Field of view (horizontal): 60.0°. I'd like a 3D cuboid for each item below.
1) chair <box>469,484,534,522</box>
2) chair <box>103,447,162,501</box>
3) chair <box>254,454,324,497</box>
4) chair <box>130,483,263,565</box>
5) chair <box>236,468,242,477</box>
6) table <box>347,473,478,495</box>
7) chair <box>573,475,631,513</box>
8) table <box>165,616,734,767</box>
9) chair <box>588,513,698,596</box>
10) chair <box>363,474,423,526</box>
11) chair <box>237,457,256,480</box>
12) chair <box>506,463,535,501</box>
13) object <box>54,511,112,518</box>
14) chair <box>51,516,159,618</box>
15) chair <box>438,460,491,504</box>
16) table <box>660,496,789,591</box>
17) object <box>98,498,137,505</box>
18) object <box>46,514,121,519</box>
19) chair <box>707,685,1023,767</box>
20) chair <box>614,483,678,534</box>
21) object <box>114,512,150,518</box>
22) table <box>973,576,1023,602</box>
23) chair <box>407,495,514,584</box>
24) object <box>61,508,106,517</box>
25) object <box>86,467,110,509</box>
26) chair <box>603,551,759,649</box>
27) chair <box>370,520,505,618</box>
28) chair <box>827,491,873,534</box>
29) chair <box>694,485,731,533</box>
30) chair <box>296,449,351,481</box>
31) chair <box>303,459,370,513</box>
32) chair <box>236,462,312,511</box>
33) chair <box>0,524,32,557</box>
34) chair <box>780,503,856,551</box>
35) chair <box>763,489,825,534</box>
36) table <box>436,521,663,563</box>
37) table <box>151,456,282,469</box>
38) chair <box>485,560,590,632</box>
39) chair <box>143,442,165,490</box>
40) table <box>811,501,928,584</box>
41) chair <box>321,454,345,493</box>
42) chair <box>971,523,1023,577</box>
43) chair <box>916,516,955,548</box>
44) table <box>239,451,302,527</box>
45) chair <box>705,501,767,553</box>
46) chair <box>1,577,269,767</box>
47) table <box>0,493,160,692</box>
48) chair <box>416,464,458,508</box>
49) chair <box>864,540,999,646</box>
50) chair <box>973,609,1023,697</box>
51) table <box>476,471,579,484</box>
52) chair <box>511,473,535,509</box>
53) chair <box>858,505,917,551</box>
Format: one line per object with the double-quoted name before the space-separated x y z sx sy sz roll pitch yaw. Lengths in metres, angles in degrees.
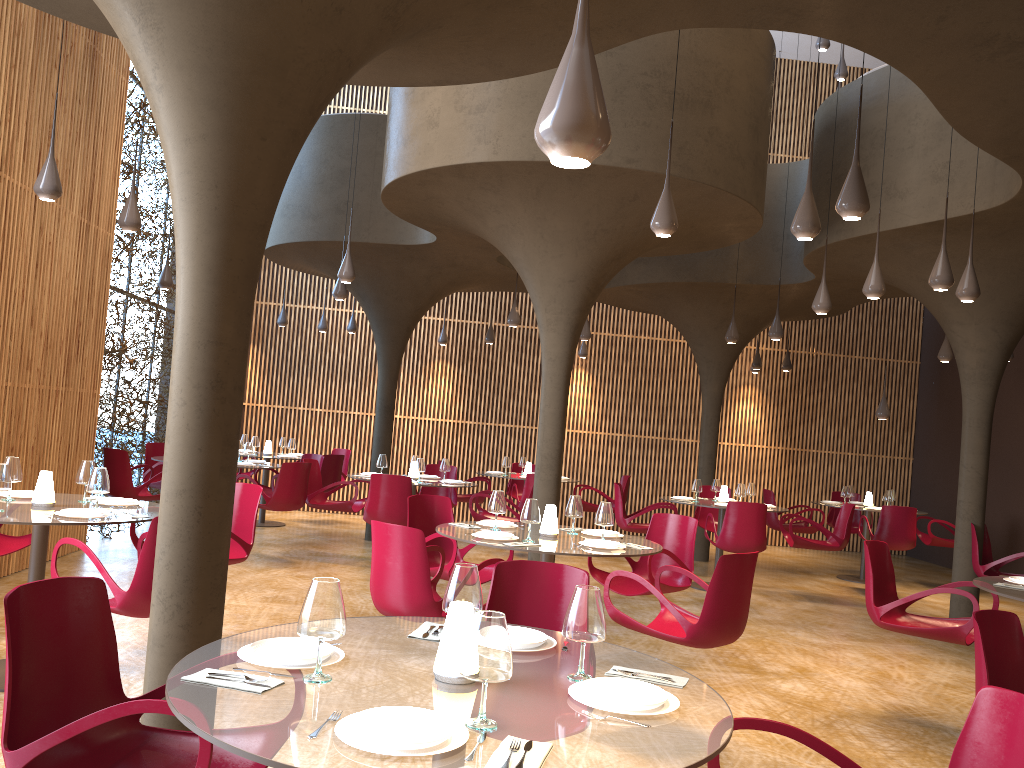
"chair" -0.070 1.498 11.257 0.872 0.635 0.625 5 -2 6
"chair" -4.545 1.107 10.794 0.624 0.635 0.874 4 -2 31
"chair" -3.132 1.312 12.672 0.624 0.635 0.874 3 -3 36
"chair" -2.404 1.099 6.912 0.624 0.635 0.874 3 -3 36
"chair" -4.637 1.225 13.449 0.624 0.635 0.874 4 -2 31
"table" -1.323 1.793 11.416 1.671 1.129 1.674 4 -2 15
"chair" 1.470 1.774 14.395 0.873 0.635 0.625 5 -2 -4
"table" -0.221 1.472 2.726 1.671 1.129 1.674 4 -2 18
"chair" 1.140 1.414 7.373 0.624 0.635 0.874 3 -3 43
"chair" -1.373 1.344 10.268 0.625 0.635 0.873 5 -2 1
"chair" -4.824 1.283 14.994 0.872 0.635 0.626 3 -3 41
"chair" 0.236 1.727 15.546 0.625 0.635 0.873 5 -2 -4
"object" -2.709 0.826 5.604 0.332 0.014 0.332 5 -3 -7
"chair" -2.199 1.039 5.284 0.872 0.635 0.626 3 -2 31
"chair" -0.775 1.582 14.259 0.872 0.635 0.625 5 -2 1
"table" 2.758 2.146 11.761 1.671 1.129 1.674 4 -2 15
"object" -2.825 0.842 6.347 0.263 0.029 0.263 4 -3 14
"object" -2.712 0.827 5.600 0.204 0.012 0.411 3 -3 37
"chair" 1.022 1.173 2.510 0.872 0.635 0.625 4 -2 8
"chair" 1.776 1.679 11.858 0.872 0.635 0.625 4 -2 11
"object" -2.500 0.861 5.821 0.261 0.017 0.126 2 -4 41
"table" 3.835 1.945 5.646 1.674 1.129 1.671 7 -3 -44
"chair" -0.491 1.274 7.262 0.626 0.635 0.872 6 -3 -41
"object" -2.708 0.816 5.604 0.263 0.029 0.263 5 -3 -10
"object" -2.726 0.698 5.838 0.142 0.295 0.142 4 -2 17
"chair" 1.120 1.332 5.685 0.872 0.635 0.626 3 -3 43
"chair" -0.515 1.198 5.706 0.624 0.635 0.874 3 -3 38
"chair" 5.563 2.124 14.654 0.625 0.635 0.873 4 -2 11
"chair" 2.995 1.831 12.949 0.625 0.635 0.873 5 -2 6
"chair" -3.224 1.431 15.326 0.624 0.635 0.874 3 -3 36
"chair" -2.305 1.326 11.513 0.872 0.635 0.625 4 -2 11
"chair" -2.923 1.250 10.996 0.872 0.635 0.626 3 -2 36
"chair" -4.073 0.952 6.705 0.872 0.635 0.626 3 -2 36
"chair" 4.011 1.851 11.601 0.872 0.635 0.625 5 -2 6
"chair" 4.315 1.977 13.732 0.872 0.635 0.625 5 -2 1
"table" 0.225 1.691 6.560 1.674 1.129 1.671 7 -3 -41
"table" -3.930 1.594 11.745 1.671 1.129 1.675 3 -3 38
"chair" 0.069 1.161 3.904 0.625 0.635 0.873 4 -2 8
"chair" -4.732 1.165 12.339 0.872 0.635 0.626 3 -3 41
"table" 5.435 2.456 13.629 1.671 1.129 1.674 4 -2 16
"chair" -3.015 1.369 13.651 0.872 0.635 0.626 3 -2 36
"chair" 5.464 1.879 9.666 0.872 0.635 0.626 3 -3 43
"chair" 6.642 2.155 13.419 0.872 0.635 0.625 4 -2 6
"table" -4.021 1.712 14.400 1.671 1.129 1.675 3 -3 38
"chair" 2.708 1.697 10.612 0.625 0.635 0.873 5 -2 1
"chair" -1.199 1.007 2.871 0.872 0.635 0.626 4 -2 13
"table" -3.189 1.379 5.928 1.671 1.129 1.675 3 -3 41
"chair" -1.086 1.478 12.604 0.625 0.635 0.873 5 -2 6
"chair" 3.020 1.528 6.501 0.872 0.635 0.626 3 -3 41
"chair" 2.347 1.336 3.628 0.626 0.635 0.872 6 -3 -41
"table" 0.207 2.058 14.340 1.672 1.129 1.674 5 -2 5
"chair" 0.359 1.625 13.194 0.625 0.635 0.873 5 -2 -9
"chair" 5.291 1.996 12.415 0.625 0.635 0.873 5 -2 6
